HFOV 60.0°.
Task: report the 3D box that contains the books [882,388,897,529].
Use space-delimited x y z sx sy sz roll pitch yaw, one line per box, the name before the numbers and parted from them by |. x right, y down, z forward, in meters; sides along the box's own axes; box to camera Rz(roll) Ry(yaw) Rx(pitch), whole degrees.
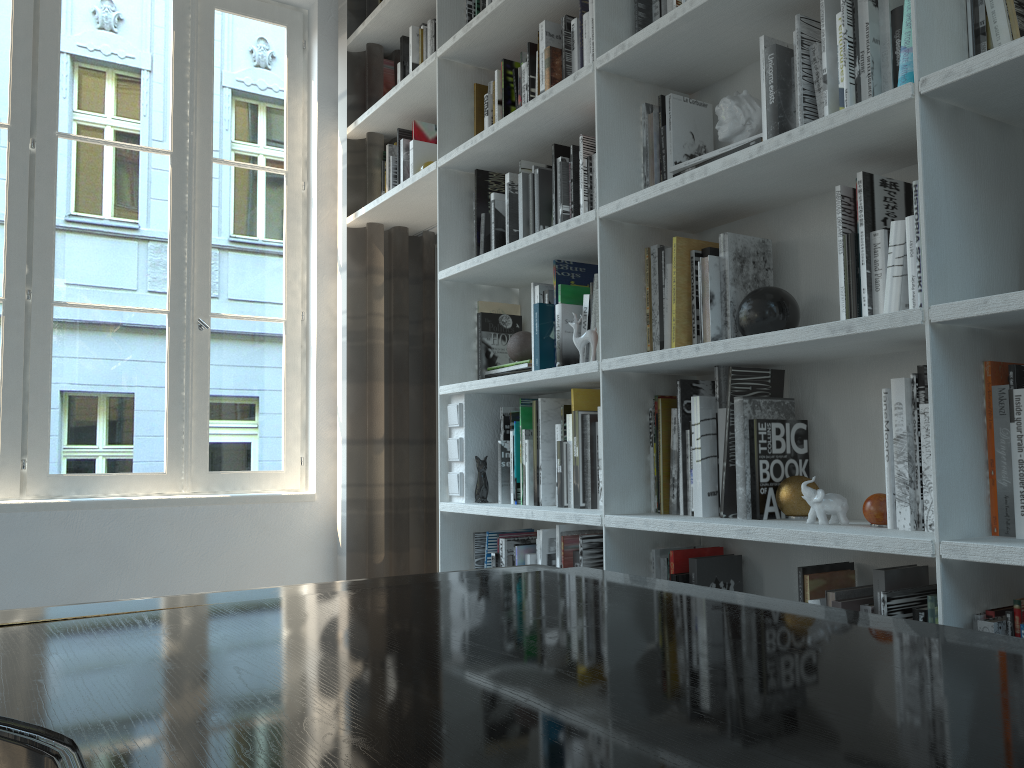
books | 0.746 0.137 1.646 0.161 0.254 0.012 2 -5 -32

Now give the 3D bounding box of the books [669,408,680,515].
books | 0.444 0.183 2.109 0.162 0.248 0.042 2 -5 -32

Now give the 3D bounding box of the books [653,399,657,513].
books | 0.411 0.176 2.187 0.147 0.275 0.013 2 -5 -32

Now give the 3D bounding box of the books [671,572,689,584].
books | 0.445 0.559 2.076 0.173 0.237 0.023 2 -5 -32

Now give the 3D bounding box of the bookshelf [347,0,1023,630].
bookshelf | 1.111 -0.442 0.968 0.330 3.139 6.301 2 -5 -32

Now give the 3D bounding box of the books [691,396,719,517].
books | 0.491 0.165 2.029 0.185 0.269 0.027 2 -5 -32

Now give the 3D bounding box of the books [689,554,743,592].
books | 0.479 0.540 2.070 0.146 0.273 0.026 2 -5 -32

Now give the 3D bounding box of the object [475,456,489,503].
object | -0.093 0.294 2.723 0.045 0.146 0.045 -1 -4 7

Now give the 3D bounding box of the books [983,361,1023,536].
books | 0.849 0.107 1.489 0.159 0.285 0.012 2 -5 -32

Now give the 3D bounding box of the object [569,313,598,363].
object | 0.180 -0.113 2.267 0.082 0.140 0.044 -5 -6 42

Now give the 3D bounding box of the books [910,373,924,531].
books | 0.777 0.122 1.604 0.155 0.277 0.010 2 -5 -32

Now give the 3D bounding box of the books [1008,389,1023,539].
books | 0.864 0.127 1.426 0.167 0.234 0.027 2 -5 -32

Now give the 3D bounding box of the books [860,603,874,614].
books | 0.715 0.528 1.678 0.131 0.226 0.024 2 -5 -32

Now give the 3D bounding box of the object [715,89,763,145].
object | 0.525 -0.599 2.039 0.121 0.157 0.095 1 -5 -18

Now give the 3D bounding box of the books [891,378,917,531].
books | 0.755 0.127 1.612 0.159 0.269 0.027 2 -5 -32

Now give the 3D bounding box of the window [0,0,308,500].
window | -1.666 -0.593 3.074 1.983 2.007 0.073 2 -5 -32

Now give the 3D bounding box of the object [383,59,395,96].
object | -0.458 -1.174 3.631 0.176 0.295 0.035 2 -5 -32

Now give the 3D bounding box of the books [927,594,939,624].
books | 0.782 0.494 1.532 0.183 0.268 0.013 2 -5 -32

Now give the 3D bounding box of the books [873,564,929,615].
books | 0.736 0.493 1.665 0.134 0.294 0.025 2 -5 -32

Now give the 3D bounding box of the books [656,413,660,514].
books | 0.419 0.191 2.149 0.157 0.239 0.030 2 -5 -32

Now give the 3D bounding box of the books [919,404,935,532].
books | 0.784 0.147 1.567 0.153 0.220 0.029 2 -5 -32

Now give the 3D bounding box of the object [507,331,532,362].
object | 0.037 -0.112 2.762 0.105 0.106 0.105 -4 -6 36

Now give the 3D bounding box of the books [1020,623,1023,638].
books | 0.830 0.485 1.348 0.173 0.253 0.011 2 -5 -32

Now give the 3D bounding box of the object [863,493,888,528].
object | 0.682 0.233 1.642 0.061 0.062 0.061 -2 -5 17

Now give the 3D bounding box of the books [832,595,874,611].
books | 0.683 0.524 1.685 0.188 0.236 0.022 2 -5 -32

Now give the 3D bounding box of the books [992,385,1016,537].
books | 0.858 0.126 1.469 0.154 0.243 0.029 2 -5 -32

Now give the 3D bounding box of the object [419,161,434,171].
object | -0.297 -0.772 3.251 0.087 0.087 0.087 -2 -5 17

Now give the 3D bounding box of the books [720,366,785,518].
books | 0.533 0.130 1.964 0.166 0.328 0.050 2 -5 -32

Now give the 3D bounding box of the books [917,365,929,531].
books | 0.780 0.114 1.592 0.132 0.290 0.014 2 -5 -32

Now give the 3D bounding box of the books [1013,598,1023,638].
books | 0.824 0.472 1.370 0.137 0.284 0.012 2 -5 -32

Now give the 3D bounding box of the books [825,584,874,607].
books | 0.680 0.519 1.710 0.187 0.251 0.022 2 -5 -32

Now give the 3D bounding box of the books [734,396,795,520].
books | 0.553 0.160 1.928 0.163 0.261 0.027 2 -5 -32

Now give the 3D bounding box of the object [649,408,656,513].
object | 0.406 0.188 2.197 0.161 0.254 0.012 2 -5 -32

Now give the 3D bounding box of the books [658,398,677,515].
books | 0.423 0.173 2.129 0.181 0.272 0.012 2 -5 -32

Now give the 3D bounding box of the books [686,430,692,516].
books | 0.473 0.205 2.070 0.157 0.195 0.024 2 -5 -32

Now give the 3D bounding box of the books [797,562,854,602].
books | 0.642 0.510 1.797 0.159 0.285 0.012 2 -5 -32

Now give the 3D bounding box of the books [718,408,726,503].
books | 0.527 0.177 2.002 0.135 0.240 0.029 2 -5 -32

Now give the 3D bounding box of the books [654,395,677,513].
books | 0.410 0.171 2.171 0.146 0.283 0.013 2 -5 -32

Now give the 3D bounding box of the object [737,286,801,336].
object | 0.557 -0.144 1.925 0.134 0.135 0.134 -2 -5 17

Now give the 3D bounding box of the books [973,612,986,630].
books | 0.797 0.492 1.426 0.161 0.254 0.012 2 -5 -32

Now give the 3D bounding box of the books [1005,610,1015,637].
books | 0.823 0.482 1.382 0.152 0.266 0.011 2 -5 -32

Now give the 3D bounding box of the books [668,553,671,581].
books | 0.436 0.541 2.118 0.149 0.282 0.010 2 -5 -32

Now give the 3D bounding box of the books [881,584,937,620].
books | 0.733 0.501 1.597 0.191 0.266 0.011 2 -5 -32

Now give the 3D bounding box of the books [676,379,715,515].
books | 0.458 0.148 2.087 0.166 0.313 0.014 2 -5 -32

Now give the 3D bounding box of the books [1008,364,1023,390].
books | 0.862 0.108 1.449 0.146 0.275 0.011 2 -5 -32

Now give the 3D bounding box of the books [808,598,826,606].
books | 0.666 0.534 1.750 0.159 0.227 0.064 2 -5 -32

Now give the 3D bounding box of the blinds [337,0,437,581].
blinds | -0.349 -0.262 3.672 0.776 3.228 0.140 2 -5 -32

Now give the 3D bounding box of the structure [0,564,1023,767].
structure | -0.156 0.711 0.944 1.334 0.832 1.920 2 -6 -32

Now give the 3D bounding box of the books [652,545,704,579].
books | 0.410 0.544 2.172 0.159 0.285 0.012 2 -5 -32

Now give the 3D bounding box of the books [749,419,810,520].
books | 0.579 0.183 1.913 0.160 0.212 0.023 2 -5 -32

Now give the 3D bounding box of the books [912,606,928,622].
books | 0.770 0.510 1.560 0.162 0.241 0.027 2 -5 -32

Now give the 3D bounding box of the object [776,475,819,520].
object | 0.599 0.237 1.855 0.091 0.092 0.091 -4 -6 36

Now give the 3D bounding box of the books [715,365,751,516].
books | 0.522 0.130 2.028 0.138 0.338 0.013 2 -5 -32

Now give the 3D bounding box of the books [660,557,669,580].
books | 0.420 0.552 2.157 0.134 0.266 0.023 2 -5 -32

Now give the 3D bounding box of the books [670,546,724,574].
books | 0.445 0.537 2.110 0.161 0.287 0.013 2 -5 -32

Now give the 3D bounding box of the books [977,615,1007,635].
books | 0.799 0.490 1.387 0.183 0.251 0.026 2 -5 -32

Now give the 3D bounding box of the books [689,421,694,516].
books | 0.481 0.194 2.049 0.172 0.215 0.021 2 -5 -32

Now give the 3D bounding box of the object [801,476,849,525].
object | 0.607 0.225 1.719 0.078 0.095 0.060 1 -5 -15

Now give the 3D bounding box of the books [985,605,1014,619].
books | 0.805 0.488 1.416 0.132 0.260 0.014 2 -5 -32

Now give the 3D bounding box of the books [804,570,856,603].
books | 0.644 0.516 1.784 0.142 0.270 0.012 2 -5 -32
